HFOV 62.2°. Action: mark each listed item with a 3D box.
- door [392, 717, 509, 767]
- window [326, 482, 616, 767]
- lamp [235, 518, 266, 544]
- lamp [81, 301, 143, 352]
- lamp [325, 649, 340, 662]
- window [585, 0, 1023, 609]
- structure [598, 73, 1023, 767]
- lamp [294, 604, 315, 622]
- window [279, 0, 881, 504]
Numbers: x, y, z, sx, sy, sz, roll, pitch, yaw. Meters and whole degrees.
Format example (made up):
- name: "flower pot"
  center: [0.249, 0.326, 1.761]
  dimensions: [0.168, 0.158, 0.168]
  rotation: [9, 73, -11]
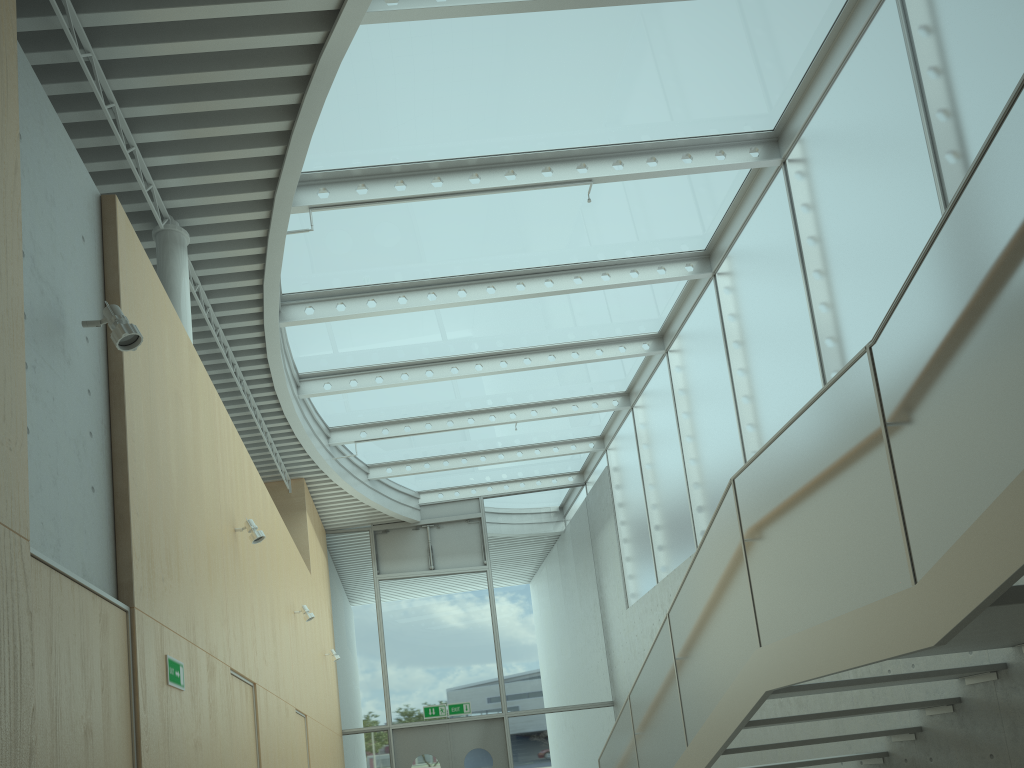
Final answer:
- name: "door"
  center: [-0.974, 6.789, 14.391]
  dimensions: [1.916, 1.998, 0.185]
  rotation: [-5, -10, -7]
- name: "window"
  center: [-0.635, 4.871, 14.792]
  dimensions: [4.842, 5.960, 0.116]
  rotation: [-5, -10, -7]
- name: "lamp"
  center: [-1.979, 1.105, 6.402]
  dimensions: [0.232, 0.186, 0.150]
  rotation: [3, -18, -26]
- name: "lamp"
  center: [-1.664, -0.248, 3.538]
  dimensions: [0.232, 0.186, 0.150]
  rotation: [3, -18, -26]
- name: "lamp"
  center: [-2.655, 4.006, 12.549]
  dimensions: [0.232, 0.186, 0.150]
  rotation: [3, -18, -26]
- name: "window"
  center: [2.107, 0.478, 9.884]
  dimensions: [0.030, 2.584, 16.895]
  rotation: [-5, -24, -9]
- name: "structure"
  center: [2.304, 0.620, 3.567]
  dimensions: [1.879, 3.960, 13.614]
  rotation: [-5, -23, -9]
- name: "lamp"
  center: [-2.316, 2.551, 9.465]
  dimensions: [0.232, 0.186, 0.150]
  rotation: [3, -18, -26]
- name: "window"
  center: [0.137, 2.054, 9.365]
  dimensions: [4.769, 5.895, 17.085]
  rotation: [-5, -23, -8]
